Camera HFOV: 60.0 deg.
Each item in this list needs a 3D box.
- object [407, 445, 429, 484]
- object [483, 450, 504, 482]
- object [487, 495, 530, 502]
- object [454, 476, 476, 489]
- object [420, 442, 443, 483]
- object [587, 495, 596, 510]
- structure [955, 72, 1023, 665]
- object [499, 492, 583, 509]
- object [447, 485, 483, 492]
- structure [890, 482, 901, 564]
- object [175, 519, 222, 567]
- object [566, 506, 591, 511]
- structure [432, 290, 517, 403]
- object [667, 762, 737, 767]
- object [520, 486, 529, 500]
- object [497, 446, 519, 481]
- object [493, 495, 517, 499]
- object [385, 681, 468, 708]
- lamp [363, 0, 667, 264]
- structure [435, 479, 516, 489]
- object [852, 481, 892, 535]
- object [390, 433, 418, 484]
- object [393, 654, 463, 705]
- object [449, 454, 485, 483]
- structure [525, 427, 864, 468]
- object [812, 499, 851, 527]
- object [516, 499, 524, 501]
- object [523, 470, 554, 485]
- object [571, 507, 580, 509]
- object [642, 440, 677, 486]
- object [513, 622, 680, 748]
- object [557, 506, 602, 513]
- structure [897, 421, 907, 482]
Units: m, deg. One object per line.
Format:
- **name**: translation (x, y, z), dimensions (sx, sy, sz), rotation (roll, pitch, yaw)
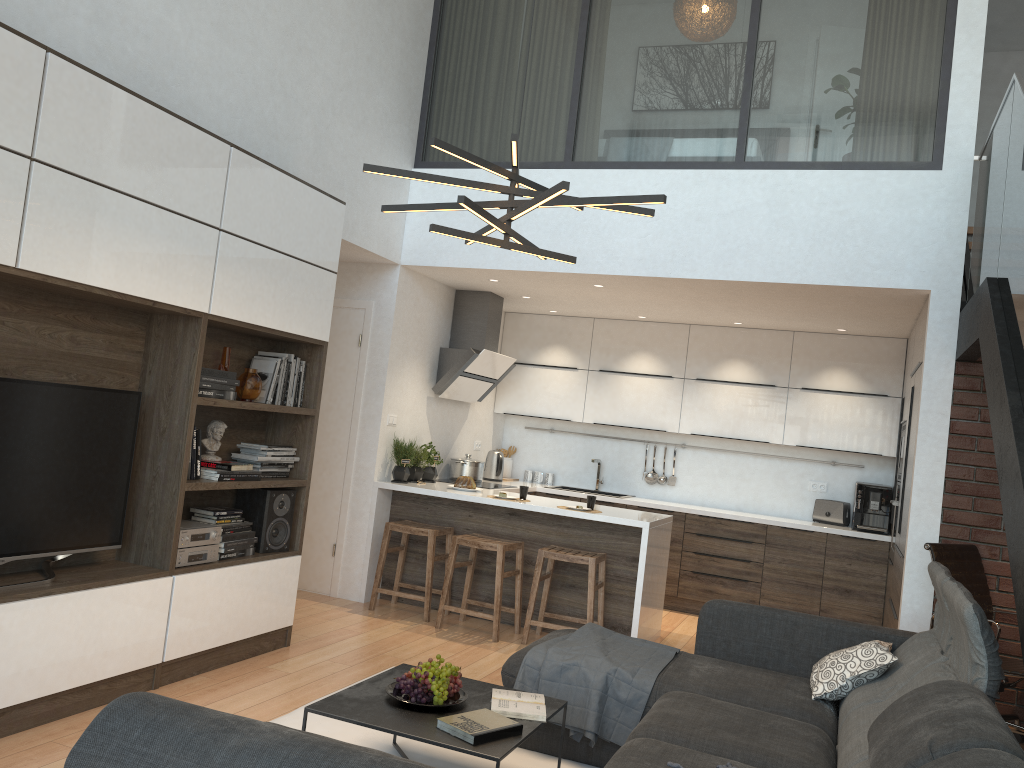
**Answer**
- **object**: translation (-0.712, 0.591, 6.610), dimensions (0.221, 0.283, 0.211), rotation (5, -3, 34)
- **object**: translation (-0.160, 0.722, 7.863), dimensions (0.179, 0.270, 0.220), rotation (6, -3, 8)
- **object**: translation (-0.023, 0.788, 6.102), dimensions (0.305, 0.002, 0.305), rotation (7, -3, -10)
- **object**: translation (-0.340, 0.718, 6.428), dimensions (0.155, 0.101, 0.161), rotation (6, -3, 17)
- **object**: translation (-0.636, 0.595, 6.791), dimensions (0.179, 0.311, 0.172), rotation (5, -3, 32)
- **object**: translation (0.528, 0.796, 5.931), dimensions (0.066, 0.093, 0.066), rotation (7, -3, -6)
- **structure**: translation (2.564, 0.310, 3.486), dimensions (1.289, 3.460, 5.660), rotation (6, -3, 21)
- **object**: translation (0.189, 0.783, 5.952), dimensions (0.597, 0.039, 0.064), rotation (6, -3, 17)
- **object**: translation (-0.339, 0.757, 6.412), dimensions (0.261, 0.021, 0.261), rotation (6, -3, 16)
- **structure**: translation (2.960, 1.012, 6.326), dimensions (0.495, 0.570, 0.595), rotation (6, -3, 21)
- **object**: translation (-1.579, 0.753, 4.200), dimensions (0.270, 0.174, 0.285), rotation (6, -3, 21)
- **object**: translation (0.436, 0.821, 5.846), dimensions (0.176, 0.014, 0.176), rotation (5, -3, 26)
- **structure**: translation (-0.262, -0.347, 7.269), dimensions (0.407, 0.998, 0.898), rotation (6, -3, 21)
- **object**: translation (0.682, 1.121, 2.207), dimensions (0.411, 0.118, 0.905), rotation (7, -3, -3)
- **object**: translation (0.080, 0.755, 6.138), dimensions (0.066, 0.093, 0.066), rotation (8, -3, -33)
- **object**: translation (-0.073, 0.729, 8.285), dimensions (0.221, 0.316, 0.330), rotation (6, -3, 21)
- **object**: translation (-0.047, 0.776, 6.072), dimensions (0.176, 0.014, 0.176), rotation (6, -3, 11)
- **object**: translation (-0.305, 1.111, 3.162), dimensions (0.295, 0.026, 0.295), rotation (6, -3, 15)
- **lamp**: translation (0.186, -2.304, 3.325), dimensions (1.200, 3.645, 0.831), rotation (5, -3, 31)
- **structure**: translation (-0.316, 0.804, 7.178), dimensions (0.550, 0.006, 0.609), rotation (6, -3, 21)
- **object**: translation (2.863, 0.980, 7.051), dimensions (0.274, 0.378, 0.532), rotation (6, -3, 21)
- **object**: translation (-0.787, 0.530, 6.410), dimensions (0.186, 0.367, 0.196), rotation (6, -3, 21)
- **object**: translation (-0.302, 1.041, 3.174), dimensions (0.256, 0.173, 0.279), rotation (6, -3, 18)
- **object**: translation (-0.373, 0.691, 7.356), dimensions (0.315, 0.223, 0.288), rotation (8, -3, -28)
- **structure**: translation (1.520, 0.550, 7.869), dimensions (3.000, 0.045, 0.050), rotation (6, -3, 21)
- **object**: translation (2.629, 1.055, 7.293), dimensions (0.260, 0.195, 0.177), rotation (4, -4, 41)
- **object**: translation (0.049, 0.786, 6.017), dimensions (0.025, 0.011, 0.126), rotation (5, -3, 25)
- **object**: translation (0.250, 0.873, 8.279), dimensions (0.297, 0.105, 0.112), rotation (5, -3, 23)
- **object**: translation (0.431, 0.815, 5.793), dimensions (0.126, 0.012, 0.025), rotation (4, -4, 40)
- **object**: translation (1.320, 0.712, 7.922), dimensions (0.320, 0.389, 0.069), rotation (5, -3, 22)
- **object**: translation (0.395, 1.289, 3.810), dimensions (0.548, 0.369, 0.685), rotation (5, -3, 29)
- **object**: translation (0.448, 0.833, 5.887), dimensions (0.304, 0.002, 0.304), rotation (9, -3, -37)
- **structure**: translation (3.035, 0.517, 6.343), dimensions (0.459, 0.430, 0.595), rotation (6, -3, 21)
